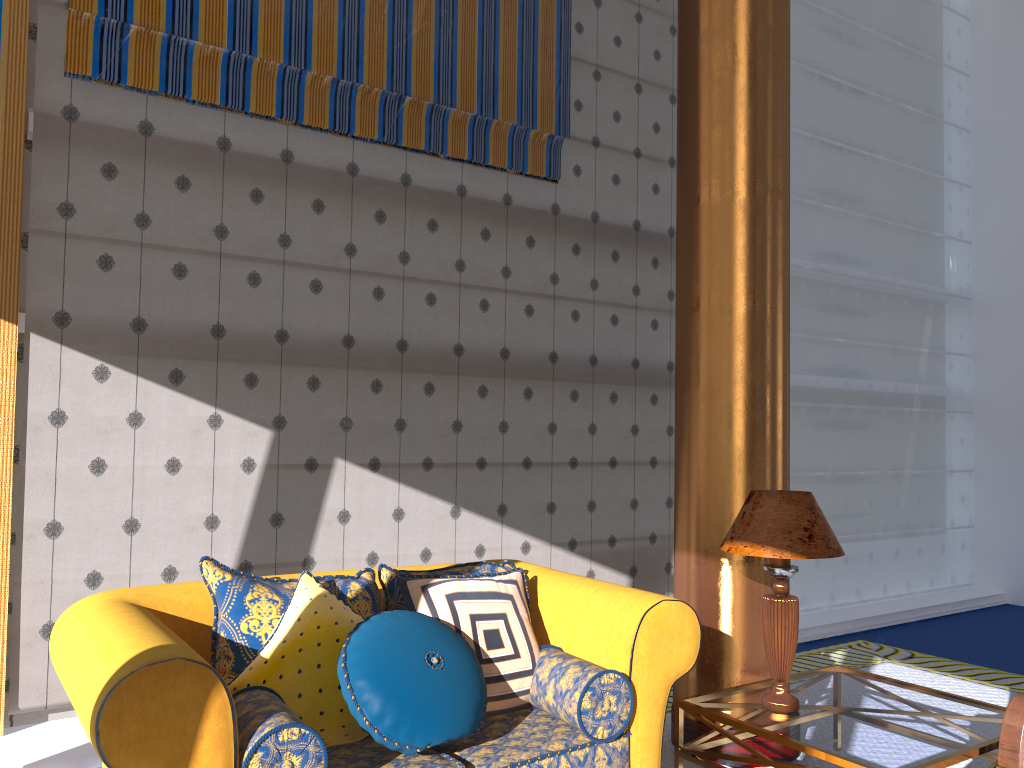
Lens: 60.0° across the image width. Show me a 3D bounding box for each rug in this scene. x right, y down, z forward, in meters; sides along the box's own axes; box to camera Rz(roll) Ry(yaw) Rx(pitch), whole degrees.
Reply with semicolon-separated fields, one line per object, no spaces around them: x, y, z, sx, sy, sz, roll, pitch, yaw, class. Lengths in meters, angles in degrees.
0.781;1.518;2.733;6.322;0.011;3.558;3;-4;-35;rug

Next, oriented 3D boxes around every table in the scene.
1.261;1.366;3.211;0.985;0.369;0.897;3;-4;-34;table

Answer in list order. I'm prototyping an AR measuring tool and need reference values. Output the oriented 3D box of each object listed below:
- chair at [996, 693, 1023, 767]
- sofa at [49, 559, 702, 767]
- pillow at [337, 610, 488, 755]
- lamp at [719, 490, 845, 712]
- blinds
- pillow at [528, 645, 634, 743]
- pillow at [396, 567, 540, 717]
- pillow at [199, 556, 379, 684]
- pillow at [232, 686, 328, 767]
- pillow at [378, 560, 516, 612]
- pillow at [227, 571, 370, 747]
2.093;1.038;2.737;0.792;0.966;0.786;3;-4;-34;chair
-0.403;1.088;2.843;1.866;0.854;1.002;3;-4;-33;sofa
-0.287;0.868;2.603;0.388;0.367;0.463;0;-3;16;pillow
0.989;0.789;3.262;0.441;0.783;0.451;-2;-4;40;lamp
-0.765;-2.747;4.598;2.688;2.989;0.150;3;-3;-35;blinds
0.198;0.987;2.852;0.217;0.219;0.369;3;-4;-30;pillow
-0.089;0.871;2.983;0.527;0.455;0.324;3;-4;-35;pillow
-0.695;0.877;2.795;0.606;0.672;0.351;2;-3;-27;pillow
-0.639;0.944;2.311;0.217;0.219;0.374;3;-4;-30;pillow
-0.209;0.936;3.139;0.619;0.609;0.336;3;-3;-30;pillow
-0.569;0.828;2.697;0.617;0.491;0.230;3;-3;-29;pillow
